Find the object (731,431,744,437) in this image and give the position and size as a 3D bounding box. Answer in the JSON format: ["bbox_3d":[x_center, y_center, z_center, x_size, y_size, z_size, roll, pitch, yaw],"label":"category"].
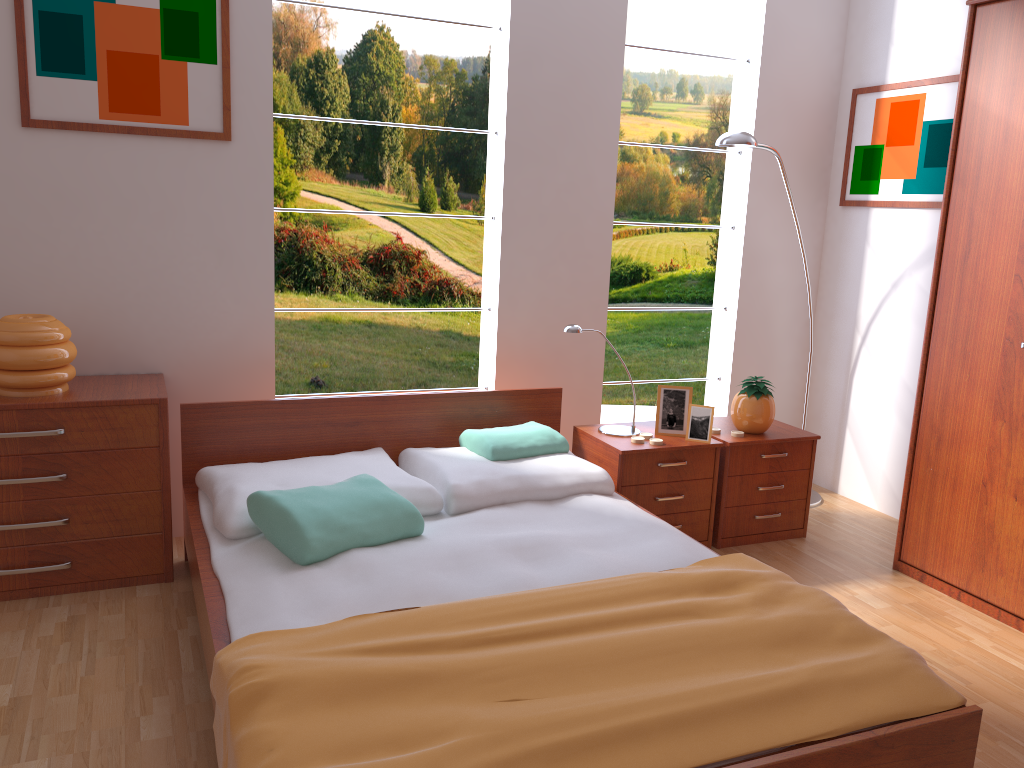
[{"bbox_3d":[0.875,0.195,3.440,0.049,0.018,0.049,-6,14,-36],"label":"object"}]

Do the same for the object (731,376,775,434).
[{"bbox_3d":[0.954,0.081,3.504,0.169,0.223,0.170,-8,16,-43],"label":"object"}]

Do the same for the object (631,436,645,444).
[{"bbox_3d":[0.466,0.208,3.280,0.049,0.018,0.049,-6,14,-36],"label":"object"}]

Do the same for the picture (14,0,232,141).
[{"bbox_3d":[-1.268,-1.091,2.927,0.645,0.517,0.030,-2,12,-23],"label":"picture"}]

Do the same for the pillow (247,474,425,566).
[{"bbox_3d":[-0.503,0.377,2.548,0.334,0.164,0.425,13,15,42],"label":"pillow"}]

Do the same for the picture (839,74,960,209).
[{"bbox_3d":[1.660,-1.011,3.757,0.030,0.517,0.645,-2,12,-23],"label":"picture"}]

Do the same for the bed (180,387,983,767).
[{"bbox_3d":[-0.017,0.506,2.453,1.632,0.560,1.990,-2,12,-23],"label":"bed"}]

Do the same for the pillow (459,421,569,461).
[{"bbox_3d":[0.004,0.216,3.224,0.322,0.116,0.276,-3,13,-26],"label":"pillow"}]

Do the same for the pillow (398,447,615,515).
[{"bbox_3d":[-0.024,0.319,3.153,0.630,0.182,0.574,-3,12,-25],"label":"pillow"}]

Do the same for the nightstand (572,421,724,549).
[{"bbox_3d":[0.507,0.409,3.441,0.439,0.442,0.377,-2,12,-23],"label":"nightstand"}]

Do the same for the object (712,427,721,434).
[{"bbox_3d":[0.793,0.184,3.476,0.049,0.018,0.049,-6,14,-36],"label":"object"}]

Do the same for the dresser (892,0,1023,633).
[{"bbox_3d":[2.060,-0.089,2.297,0.487,2.004,2.017,-2,12,-23],"label":"dresser"}]

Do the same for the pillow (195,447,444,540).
[{"bbox_3d":[-0.642,0.349,2.867,0.682,0.157,0.574,-4,13,-29],"label":"pillow"}]

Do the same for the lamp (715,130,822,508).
[{"bbox_3d":[1.141,-0.233,3.816,0.387,1.603,0.799,12,14,38],"label":"lamp"}]

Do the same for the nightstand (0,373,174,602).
[{"bbox_3d":[-1.549,0.326,2.872,0.815,0.626,0.428,-2,12,-23],"label":"nightstand"}]

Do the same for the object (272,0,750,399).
[{"bbox_3d":[0.111,-0.861,3.675,2.205,1.815,0.033,-2,12,-23],"label":"object"}]

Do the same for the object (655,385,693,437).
[{"bbox_3d":[0.618,0.104,3.387,0.131,0.191,0.037,4,11,6],"label":"object"}]

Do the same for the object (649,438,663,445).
[{"bbox_3d":[0.531,0.214,3.265,0.049,0.018,0.049,-6,14,-36],"label":"object"}]

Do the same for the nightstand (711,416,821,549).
[{"bbox_3d":[0.934,0.392,3.623,0.439,0.442,0.377,-2,12,-23],"label":"nightstand"}]

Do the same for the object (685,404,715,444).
[{"bbox_3d":[0.703,0.148,3.316,0.094,0.137,0.027,7,12,21],"label":"object"}]

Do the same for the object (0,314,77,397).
[{"bbox_3d":[-1.516,-0.093,2.791,0.264,0.244,0.264,1,11,-7],"label":"object"}]

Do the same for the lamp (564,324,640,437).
[{"bbox_3d":[0.351,-0.015,3.328,0.337,0.421,0.163,-5,14,-35],"label":"lamp"}]

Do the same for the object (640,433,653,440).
[{"bbox_3d":[0.506,0.198,3.343,0.049,0.018,0.049,-6,14,-36],"label":"object"}]
